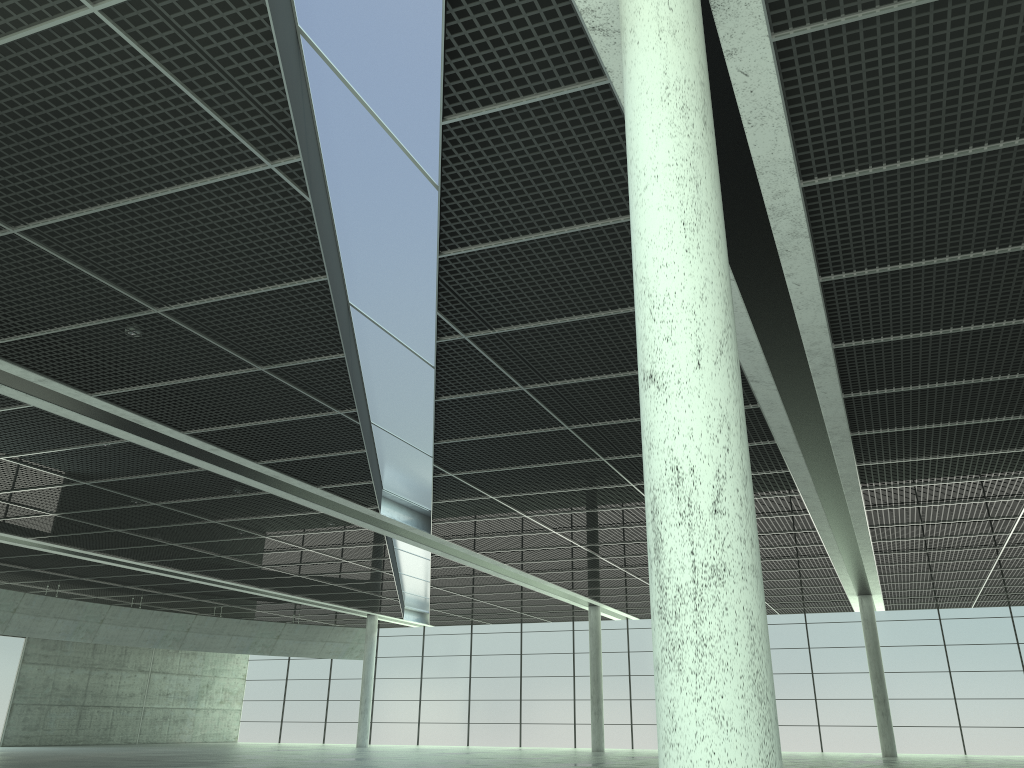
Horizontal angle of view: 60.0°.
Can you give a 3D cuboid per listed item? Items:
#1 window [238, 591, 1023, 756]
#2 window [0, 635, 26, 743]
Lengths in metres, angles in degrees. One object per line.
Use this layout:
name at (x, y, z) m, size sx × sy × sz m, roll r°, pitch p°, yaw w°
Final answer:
window at (-6.489, 16.216, 52.101) m, size 99.780 × 16.081 × 100.570 m, roll -9°, pitch -25°, yaw 20°
window at (-52.747, 25.622, 68.273) m, size 0.159 × 10.662 × 33.457 m, roll -9°, pitch -25°, yaw 21°
